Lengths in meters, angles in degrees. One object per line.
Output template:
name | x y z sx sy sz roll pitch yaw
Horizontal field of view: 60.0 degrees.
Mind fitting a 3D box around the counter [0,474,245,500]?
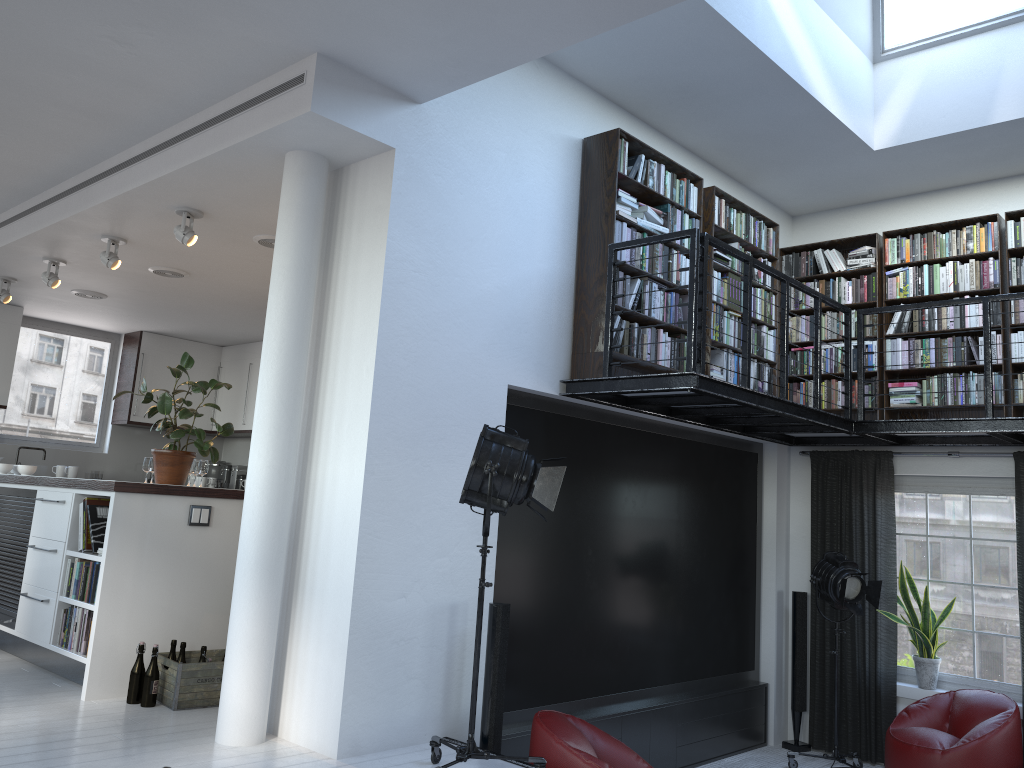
counter | -3.323 0.790 6.981 4.193 0.062 1.439 -4 -11 43

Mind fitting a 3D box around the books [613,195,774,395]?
books | 2.837 -0.825 4.998 4.370 1.418 2.195 -4 -12 42

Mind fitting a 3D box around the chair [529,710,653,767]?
chair | 0.490 2.047 4.409 0.830 0.716 0.825 0 -10 22

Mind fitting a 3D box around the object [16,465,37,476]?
object | -4.204 0.752 7.671 0.156 0.093 0.156 9 -10 -32

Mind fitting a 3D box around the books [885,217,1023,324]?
books | 4.049 -0.843 6.340 2.632 0.833 0.212 -4 -13 42

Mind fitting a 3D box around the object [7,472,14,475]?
object | -4.527 0.802 7.953 0.235 0.041 0.234 -3 -11 38

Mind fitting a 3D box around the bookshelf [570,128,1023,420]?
bookshelf | 3.103 -0.695 5.281 4.468 1.627 3.074 -4 -12 43

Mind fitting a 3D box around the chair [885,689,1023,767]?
chair | 2.966 2.443 5.976 0.830 0.716 0.825 3 -9 5

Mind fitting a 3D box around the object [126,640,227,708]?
object | -1.862 1.633 5.020 0.555 0.327 0.287 7 -10 -20

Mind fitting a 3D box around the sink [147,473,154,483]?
sink | -4.317 1.148 10.610 0.433 0.416 0.911 -5 -12 43

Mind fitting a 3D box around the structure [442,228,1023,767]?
structure | 2.474 0.835 4.436 4.481 3.376 4.594 -4 -12 43

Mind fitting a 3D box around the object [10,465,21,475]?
object | -4.333 0.761 7.790 0.156 0.093 0.156 -1 -10 29

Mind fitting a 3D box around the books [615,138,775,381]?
books | 1.282 -0.739 6.393 0.314 1.432 2.196 -6 -13 43

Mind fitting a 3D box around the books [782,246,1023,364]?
books | 4.023 -0.552 6.275 4.434 1.405 0.241 -4 -13 43

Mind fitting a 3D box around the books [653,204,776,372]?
books | 3.025 -0.648 5.197 4.328 1.147 1.591 -4 -12 42

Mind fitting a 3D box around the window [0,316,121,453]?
window | -5.298 0.014 10.299 0.133 1.468 1.292 -6 -13 43

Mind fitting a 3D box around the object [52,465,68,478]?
object | -4.985 0.976 9.768 0.109 0.153 0.137 -4 -12 38

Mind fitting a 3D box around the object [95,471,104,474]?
object | -4.738 1.049 10.156 0.093 0.099 0.093 9 -11 -30

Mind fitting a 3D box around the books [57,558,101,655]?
books | -2.361 1.197 5.385 0.539 0.803 0.489 -5 -13 42

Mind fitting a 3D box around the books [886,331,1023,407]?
books | 4.300 -0.429 6.009 3.386 1.129 0.239 -4 -13 42

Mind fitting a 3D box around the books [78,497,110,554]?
books | -2.508 0.865 5.421 0.323 0.331 0.185 -5 -13 42

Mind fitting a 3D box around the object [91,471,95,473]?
object | -4.814 1.054 10.226 0.094 0.099 0.093 -1 -10 26

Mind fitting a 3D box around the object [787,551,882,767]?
object | 3.388 2.032 6.017 2.905 1.589 0.748 -1 -11 27

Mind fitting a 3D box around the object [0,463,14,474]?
object | -4.369 0.732 7.605 0.156 0.093 0.156 -4 -12 43

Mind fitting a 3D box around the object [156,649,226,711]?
object | -1.781 1.688 5.099 0.453 0.250 0.389 11 -12 -41

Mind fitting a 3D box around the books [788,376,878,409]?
books | 3.686 -0.639 5.942 4.427 1.438 1.279 -4 -12 44

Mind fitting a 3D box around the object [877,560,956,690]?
object | 2.975 1.812 6.737 0.524 0.946 0.551 11 -12 -35

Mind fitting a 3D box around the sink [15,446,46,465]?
sink | -4.406 0.877 8.397 0.545 0.522 0.645 -5 -13 43

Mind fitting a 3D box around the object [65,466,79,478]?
object | -4.858 0.987 9.784 0.109 0.153 0.137 3 -9 4

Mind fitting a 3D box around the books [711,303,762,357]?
books | 3.213 -0.745 5.372 4.376 1.413 1.164 -4 -12 42

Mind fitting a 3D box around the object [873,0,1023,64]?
object | 3.206 -2.879 5.640 2.218 0.637 1.180 -4 -12 43

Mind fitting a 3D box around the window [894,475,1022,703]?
window | 3.360 1.515 6.803 1.165 1.616 0.132 -5 -14 42

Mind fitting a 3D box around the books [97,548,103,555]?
books | -2.294 0.993 5.253 0.204 0.054 0.270 -3 -11 38

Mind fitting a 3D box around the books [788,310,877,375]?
books | 4.027 -0.562 6.279 4.428 1.421 0.226 -4 -13 42

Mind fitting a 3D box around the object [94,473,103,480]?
object | -4.740 1.078 10.151 0.093 0.099 0.093 9 -11 -30

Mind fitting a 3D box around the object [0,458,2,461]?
object | -4.811 0.702 8.128 0.268 0.174 0.130 7 -10 -17
